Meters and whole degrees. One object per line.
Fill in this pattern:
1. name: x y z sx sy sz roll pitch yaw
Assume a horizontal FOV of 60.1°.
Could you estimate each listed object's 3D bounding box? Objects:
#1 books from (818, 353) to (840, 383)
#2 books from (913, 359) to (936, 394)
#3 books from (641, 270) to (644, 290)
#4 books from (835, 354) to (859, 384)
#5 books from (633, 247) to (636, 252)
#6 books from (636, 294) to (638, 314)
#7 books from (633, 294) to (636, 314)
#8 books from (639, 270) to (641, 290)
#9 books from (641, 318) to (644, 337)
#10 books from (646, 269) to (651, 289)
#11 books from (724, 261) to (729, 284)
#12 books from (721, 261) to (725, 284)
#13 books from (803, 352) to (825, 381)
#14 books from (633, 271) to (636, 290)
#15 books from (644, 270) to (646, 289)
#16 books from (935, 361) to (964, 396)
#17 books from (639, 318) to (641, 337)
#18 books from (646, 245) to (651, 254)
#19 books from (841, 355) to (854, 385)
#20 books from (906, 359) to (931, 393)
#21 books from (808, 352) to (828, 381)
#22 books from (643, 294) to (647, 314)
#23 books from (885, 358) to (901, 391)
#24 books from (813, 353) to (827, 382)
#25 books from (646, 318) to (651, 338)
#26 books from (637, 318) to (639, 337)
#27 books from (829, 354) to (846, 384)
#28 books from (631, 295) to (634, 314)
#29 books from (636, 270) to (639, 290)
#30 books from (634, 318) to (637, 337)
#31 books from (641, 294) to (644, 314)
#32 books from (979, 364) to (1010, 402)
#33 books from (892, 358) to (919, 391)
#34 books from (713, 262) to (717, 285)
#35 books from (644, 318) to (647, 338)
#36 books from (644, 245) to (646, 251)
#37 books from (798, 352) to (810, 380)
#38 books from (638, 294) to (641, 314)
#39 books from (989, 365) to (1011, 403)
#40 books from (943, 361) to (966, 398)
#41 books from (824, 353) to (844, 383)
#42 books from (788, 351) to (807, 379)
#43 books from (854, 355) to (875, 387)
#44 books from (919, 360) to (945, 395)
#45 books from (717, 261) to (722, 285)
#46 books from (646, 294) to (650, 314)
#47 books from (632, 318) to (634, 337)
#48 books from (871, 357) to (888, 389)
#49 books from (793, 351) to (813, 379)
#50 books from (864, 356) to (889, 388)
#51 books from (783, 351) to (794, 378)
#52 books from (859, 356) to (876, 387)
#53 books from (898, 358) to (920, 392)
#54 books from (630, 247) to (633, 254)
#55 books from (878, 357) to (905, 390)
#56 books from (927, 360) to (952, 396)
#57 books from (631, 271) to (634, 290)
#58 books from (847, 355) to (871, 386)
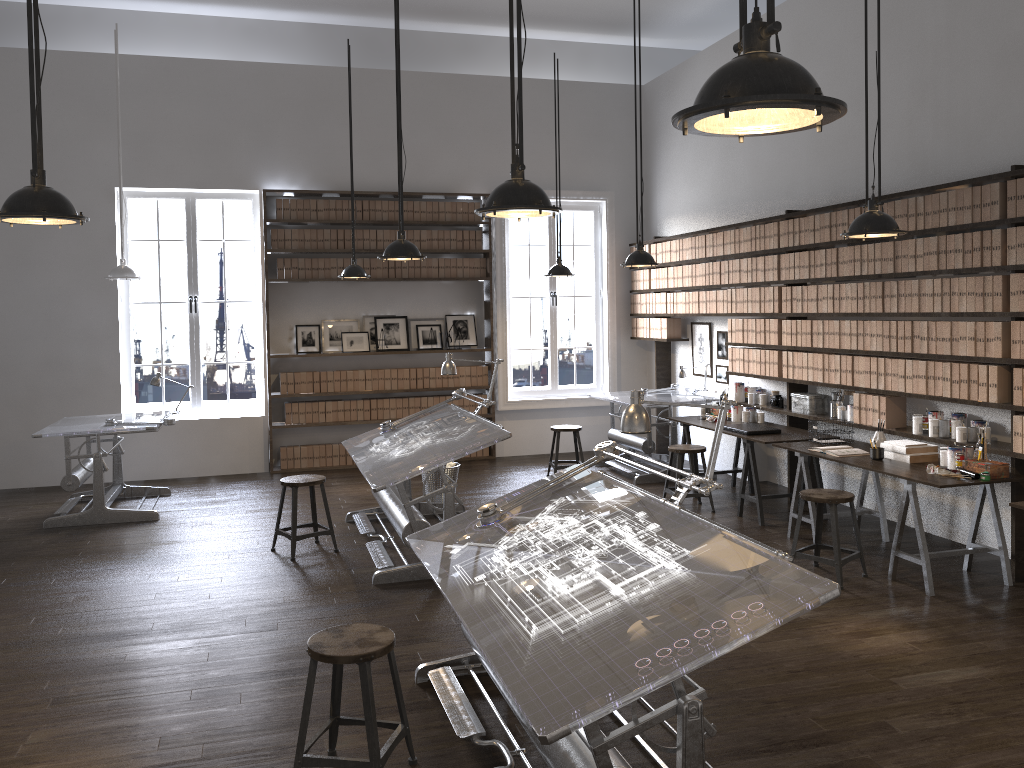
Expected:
1. books: 2.506 -0.128 6.985 0.174 0.225 0.067 -2 2 -16
2. books: 2.801 -0.050 5.979 0.174 0.225 0.067 -2 2 -16
3. books: 1.568 -1.195 10.157 0.174 0.225 0.067 -2 2 -16
4. books: 2.565 -0.112 6.784 0.174 0.225 0.067 -2 2 -16
5. books: 1.505 -1.488 10.350 0.174 0.225 0.067 -2 2 -16
6. books: 1.536 -0.934 10.314 0.174 0.225 0.067 -2 2 -16
7. books: 1.517 -0.939 10.382 0.174 0.225 0.067 -2 2 -16
8. books: 1.554 -1.201 10.222 0.174 0.225 0.067 -2 2 -16
9. books: 1.575 -0.646 10.182 0.174 0.225 0.067 -2 2 -16
10. books: 1.612 -1.185 10.026 0.174 0.225 0.067 -2 2 -16
11. books: 2.095 -1.049 8.340 0.174 0.225 0.067 -2 2 -16
12. books: 2.079 -1.054 8.410 0.174 0.225 0.067 -2 2 -16
13. books: 2.451 -0.143 7.179 0.174 0.225 0.067 -2 2 -16
14. books: 1.513 -1.211 10.351 0.174 0.225 0.067 -2 2 -16
15. books: 1.592 -1.191 10.094 0.174 0.225 0.067 -2 2 -16
16. books: 2.859 -0.035 5.783 0.174 0.225 0.067 -2 2 -16
17. books: 1.562 -0.651 10.243 0.174 0.225 0.067 -2 2 -16
18. books: 1.606 -1.461 10.010 0.174 0.225 0.067 -2 2 -16
19. books: 2.590 -0.107 6.717 0.174 0.225 0.067 -2 2 -16
20. books: 2.782 -0.054 6.039 0.174 0.225 0.067 -2 2 -16
21. books: 2.473 -0.137 7.110 0.174 0.225 0.067 -2 2 -16
22. books: 1.592 -0.918 10.104 0.174 0.225 0.067 -2 2 -16
23. books: 2.727 -0.070 6.244 0.174 0.225 0.067 -2 2 -16
24. books: 2.492 -0.133 7.050 0.174 0.225 0.067 -2 2 -16
25. books: 1.619 -0.636 10.043 0.174 0.225 0.067 -2 2 -16
26. books: 1.546 -0.656 10.307 0.174 0.225 0.067 -2 2 -16
27. books: 2.550 -0.118 6.853 0.174 0.225 0.067 -2 2 -16
28. books: 1.492 -0.944 10.445 0.174 0.225 0.067 -2 2 -16
29. books: 1.535 -1.205 10.282 0.174 0.225 0.067 -2 2 -16
30. books: 1.520 -0.661 10.377 0.174 0.225 0.067 -2 2 -16
31. books: 1.576 -0.923 10.178 0.174 0.225 0.067 -2 2 -16
32. books: 2.956 -0.007 5.429 0.174 0.225 0.067 -2 2 -16
33. books: 2.744 -0.065 6.177 0.174 0.225 0.067 -2 2 -16
34. books: 2.038 -1.065 8.553 0.174 0.225 0.067 -2 2 -16
35. books: 1.595 -0.641 10.112 0.174 0.225 0.067 -2 2 -16
36. books: 1.585 -1.467 10.079 0.174 0.225 0.067 -2 2 -16
37. books: 2.435 -0.148 7.248 0.174 0.225 0.067 -2 2 -16
38. books: 1.552 -0.928 10.245 0.174 0.225 0.067 -2 2 -16
39. books: 2.979 -0.001 5.355 0.174 0.225 0.067 -2 2 -16
40. books: 2.875 -0.029 5.713 0.174 0.225 0.067 -2 2 -16
41. books: 2.530 -0.123 6.921 0.174 0.225 0.067 -2 2 -16
42. books: 2.394 -0.158 7.381 0.174 0.225 0.067 -2 2 -16
43. books: 2.631 -0.096 6.574 0.174 0.225 0.067 -2 2 -16
44. books: 2.815 -0.045 5.914 0.174 0.225 0.067 -2 2 -16
45. books: 2.053 -1.060 8.480 0.174 0.225 0.067 -2 2 -16
46. books: 1.617 -0.912 10.035 0.174 0.225 0.067 -2 2 -16
47. books: 1.505 -0.667 10.450 0.174 0.225 0.067 -2 2 -16
48. books: 2.680 -0.081 6.379 0.174 0.225 0.067 -2 2 -16
49. books: 2.418 -0.153 7.315 0.174 0.225 0.067 -2 2 -16
50. books: 2.660 -0.086 6.448 0.174 0.225 0.067 -2 2 -16
51. books: 2.371 -0.164 7.450 0.174 0.225 0.067 -2 2 -16
52. books: 2.647 -0.091 6.510 0.174 0.225 0.067 -2 2 -16
53. books: 2.760 -0.060 6.108 0.174 0.225 0.067 -2 2 -16
54. books: 1.485 -1.493 10.419 0.174 0.225 0.067 -2 2 -16
55. books: 2.704 -0.075 6.310 0.174 0.225 0.067 -2 2 -16
56. books: 2.839 -0.040 5.851 0.174 0.225 0.067 -2 2 -16
57. books: 1.498 -1.216 10.420 0.174 0.225 0.067 -2 2 -16
58. books: 2.605 -0.101 6.644 0.174 0.225 0.067 -2 2 -16
